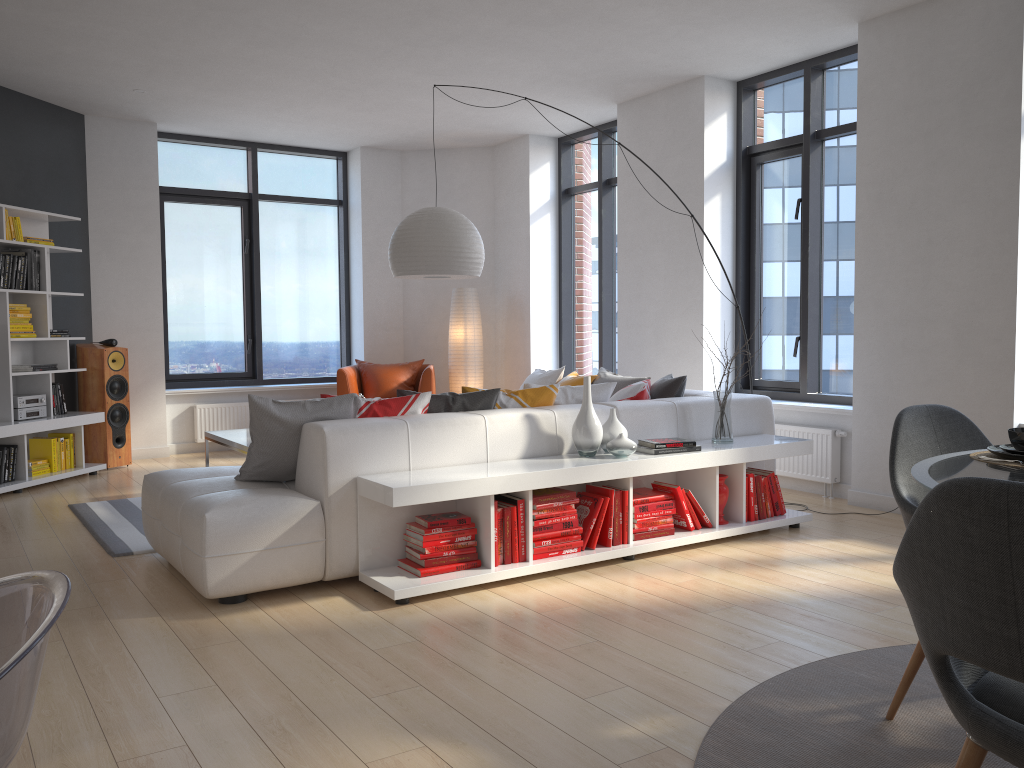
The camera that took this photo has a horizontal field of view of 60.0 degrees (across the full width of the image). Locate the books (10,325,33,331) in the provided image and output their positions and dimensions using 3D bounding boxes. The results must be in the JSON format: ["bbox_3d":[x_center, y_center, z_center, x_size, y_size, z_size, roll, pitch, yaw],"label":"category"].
[{"bbox_3d":[-3.721,-0.414,6.573,0.189,0.042,0.243,0,4,12],"label":"books"}]

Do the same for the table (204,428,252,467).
[{"bbox_3d":[-1.377,0.549,6.006,1.091,0.435,1.091,-3,4,-33],"label":"table"}]

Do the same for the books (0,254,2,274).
[{"bbox_3d":[-3.743,-0.803,6.339,0.192,0.254,0.075,0,4,11],"label":"books"}]

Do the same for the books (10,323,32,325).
[{"bbox_3d":[-3.735,-0.442,6.572,0.189,0.014,0.251,0,4,15],"label":"books"}]

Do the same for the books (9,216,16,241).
[{"bbox_3d":[-3.679,-1.123,6.434,0.132,0.180,0.054,0,4,12],"label":"books"}]

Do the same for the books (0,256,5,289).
[{"bbox_3d":[-3.731,-0.797,6.364,0.179,0.243,0.068,0,4,10],"label":"books"}]

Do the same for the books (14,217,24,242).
[{"bbox_3d":[-3.663,-1.129,6.494,0.141,0.184,0.064,0,4,13],"label":"books"}]

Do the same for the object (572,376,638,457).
[{"bbox_3d":[0.448,0.158,4.440,0.316,0.398,0.319,-1,4,-9],"label":"object"}]

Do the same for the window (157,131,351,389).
[{"bbox_3d":[-2.575,-1.189,8.874,1.960,2.402,0.170,-3,4,-33],"label":"window"}]

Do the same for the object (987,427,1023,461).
[{"bbox_3d":[1.403,0.161,2.347,0.258,0.074,0.258,2,4,37],"label":"object"}]

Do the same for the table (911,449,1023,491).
[{"bbox_3d":[1.667,0.607,1.893,1.499,0.764,1.499,-4,5,-44],"label":"table"}]

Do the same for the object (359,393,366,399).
[{"bbox_3d":[-1.100,0.198,5.984,0.330,0.265,0.330,-1,3,-9],"label":"object"}]

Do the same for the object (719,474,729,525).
[{"bbox_3d":[1.109,0.622,4.794,0.125,0.258,0.125,2,4,34],"label":"object"}]

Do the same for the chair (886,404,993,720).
[{"bbox_3d":[1.378,0.521,2.437,0.655,0.891,0.619,-2,4,-27],"label":"chair"}]

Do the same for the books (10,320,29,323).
[{"bbox_3d":[-3.717,-0.459,6.558,0.145,0.023,0.217,1,4,16],"label":"books"}]

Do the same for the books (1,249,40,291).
[{"bbox_3d":[-3.698,-0.851,6.672,0.259,0.321,0.128,0,4,12],"label":"books"}]

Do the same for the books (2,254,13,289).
[{"bbox_3d":[-3.722,-0.811,6.434,0.197,0.260,0.066,0,4,12],"label":"books"}]

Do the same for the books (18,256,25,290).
[{"bbox_3d":[-3.697,-0.813,6.540,0.191,0.249,0.084,0,4,12],"label":"books"}]

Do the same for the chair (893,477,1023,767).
[{"bbox_3d":[1.007,0.580,1.520,0.619,0.891,0.655,-3,4,-32],"label":"chair"}]

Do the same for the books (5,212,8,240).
[{"bbox_3d":[-3.691,-1.142,6.349,0.161,0.229,0.041,0,4,11],"label":"books"}]

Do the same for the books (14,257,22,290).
[{"bbox_3d":[-3.693,-0.808,6.501,0.179,0.243,0.071,0,4,11],"label":"books"}]

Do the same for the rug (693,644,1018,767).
[{"bbox_3d":[1.662,0.995,1.911,2.499,0.010,2.499,1,4,30],"label":"rug"}]

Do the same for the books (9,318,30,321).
[{"bbox_3d":[-3.732,-0.480,6.572,0.171,0.019,0.239,0,4,12],"label":"books"}]

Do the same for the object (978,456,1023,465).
[{"bbox_3d":[1.401,0.192,2.334,0.309,0.015,0.206,-2,4,-29],"label":"object"}]

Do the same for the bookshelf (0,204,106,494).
[{"bbox_3d":[-3.817,-0.210,5.694,0.455,2.052,3.000,0,4,12],"label":"bookshelf"}]

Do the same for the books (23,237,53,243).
[{"bbox_3d":[-3.664,-1.091,6.732,0.203,0.024,0.257,0,4,15],"label":"books"}]

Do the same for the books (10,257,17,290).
[{"bbox_3d":[-3.690,-0.802,6.450,0.172,0.242,0.069,0,4,13],"label":"books"}]

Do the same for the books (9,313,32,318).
[{"bbox_3d":[-3.728,-0.506,6.580,0.176,0.033,0.239,0,4,15],"label":"books"}]

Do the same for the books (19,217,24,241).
[{"bbox_3d":[-3.666,-1.131,6.518,0.142,0.184,0.044,0,4,13],"label":"books"}]

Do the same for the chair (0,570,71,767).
[{"bbox_3d":[-0.700,0.656,0.954,0.434,0.838,0.475,-3,4,-35],"label":"chair"}]

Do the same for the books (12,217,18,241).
[{"bbox_3d":[-3.668,-1.124,6.452,0.128,0.178,0.044,0,4,12],"label":"books"}]

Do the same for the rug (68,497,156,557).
[{"bbox_3d":[-1.504,0.785,5.790,2.326,0.016,1.662,-3,4,-33],"label":"rug"}]

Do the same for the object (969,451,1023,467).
[{"bbox_3d":[1.410,0.199,2.340,0.360,0.002,0.360,0,3,9],"label":"object"}]

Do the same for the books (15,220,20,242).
[{"bbox_3d":[-3.653,-1.115,6.468,0.108,0.161,0.046,0,4,11],"label":"books"}]

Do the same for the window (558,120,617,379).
[{"bbox_3d":[0.886,-1.180,8.240,0.170,2.402,1.310,-3,4,-33],"label":"window"}]

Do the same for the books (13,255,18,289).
[{"bbox_3d":[-3.711,-0.811,6.478,0.192,0.254,0.075,0,4,11],"label":"books"}]

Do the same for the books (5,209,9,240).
[{"bbox_3d":[-3.705,-1.142,6.375,0.163,0.224,0.041,0,4,10],"label":"books"}]

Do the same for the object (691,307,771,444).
[{"bbox_3d":[1.208,-0.046,4.832,0.406,0.744,0.607,0,3,7],"label":"object"}]

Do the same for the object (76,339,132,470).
[{"bbox_3d":[-3.459,0.164,7.448,0.434,1.088,0.290,1,4,27],"label":"object"}]

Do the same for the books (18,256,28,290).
[{"bbox_3d":[-3.691,-0.820,6.573,0.197,0.260,0.066,0,4,12],"label":"books"}]

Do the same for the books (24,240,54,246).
[{"bbox_3d":[-3.655,-1.065,6.734,0.194,0.028,0.257,1,4,17],"label":"books"}]

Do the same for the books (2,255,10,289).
[{"bbox_3d":[-3.728,-0.804,6.401,0.191,0.249,0.084,0,4,12],"label":"books"}]

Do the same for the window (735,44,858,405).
[{"bbox_3d":[2.146,-1.074,6.317,0.170,2.402,1.310,-3,4,-33],"label":"window"}]

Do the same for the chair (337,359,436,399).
[{"bbox_3d":[-1.164,0.195,8.485,0.896,0.858,0.843,-1,3,-1],"label":"chair"}]

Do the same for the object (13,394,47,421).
[{"bbox_3d":[-3.678,0.173,6.606,0.270,0.174,0.285,0,4,12],"label":"object"}]

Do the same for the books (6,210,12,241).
[{"bbox_3d":[-3.707,-1.144,6.406,0.164,0.224,0.054,0,4,11],"label":"books"}]

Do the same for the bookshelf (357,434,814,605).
[{"bbox_3d":[0.512,0.607,4.437,2.600,0.500,0.356,-3,4,-33],"label":"bookshelf"}]
